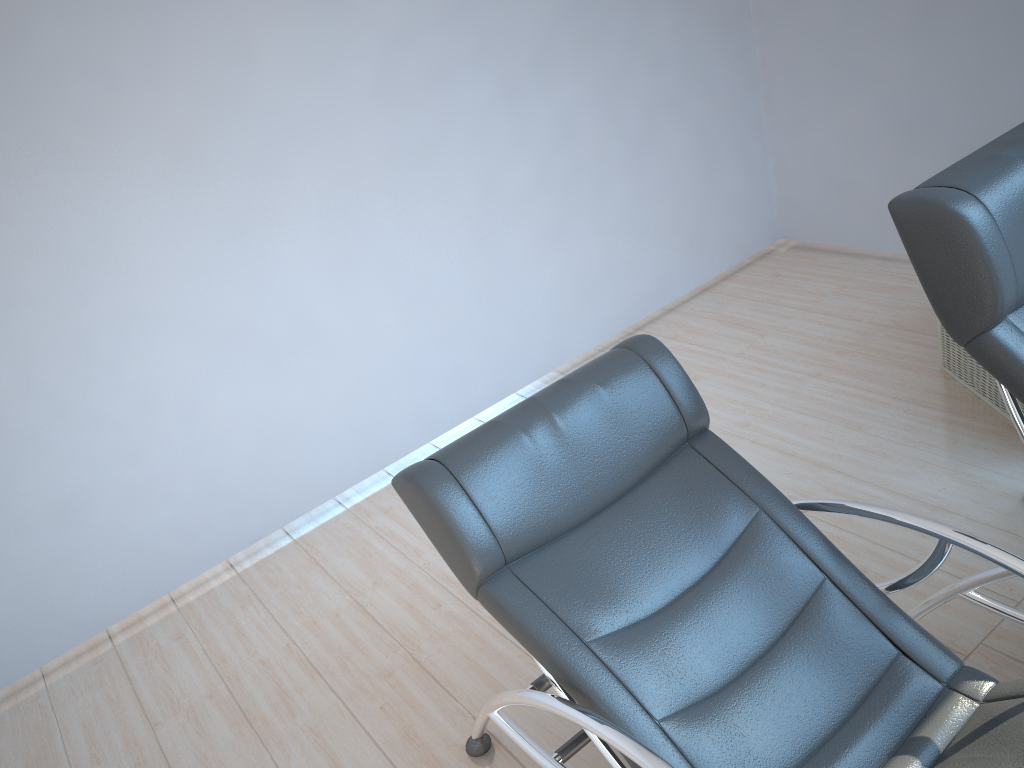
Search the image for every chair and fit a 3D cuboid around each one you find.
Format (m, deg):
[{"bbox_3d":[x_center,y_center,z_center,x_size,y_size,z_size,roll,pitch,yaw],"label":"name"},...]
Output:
[{"bbox_3d":[0.664,0.643,1.580,0.836,0.953,2.114,-30,29,-26],"label":"chair"},{"bbox_3d":[1.678,0.195,1.533,0.836,1.251,1.938,-30,29,-26],"label":"chair"}]

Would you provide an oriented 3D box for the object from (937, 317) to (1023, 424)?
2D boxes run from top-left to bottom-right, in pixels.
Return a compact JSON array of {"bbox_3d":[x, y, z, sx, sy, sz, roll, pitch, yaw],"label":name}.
[{"bbox_3d":[2.006,-0.227,3.036,0.745,0.518,0.744,-16,26,1],"label":"object"}]
